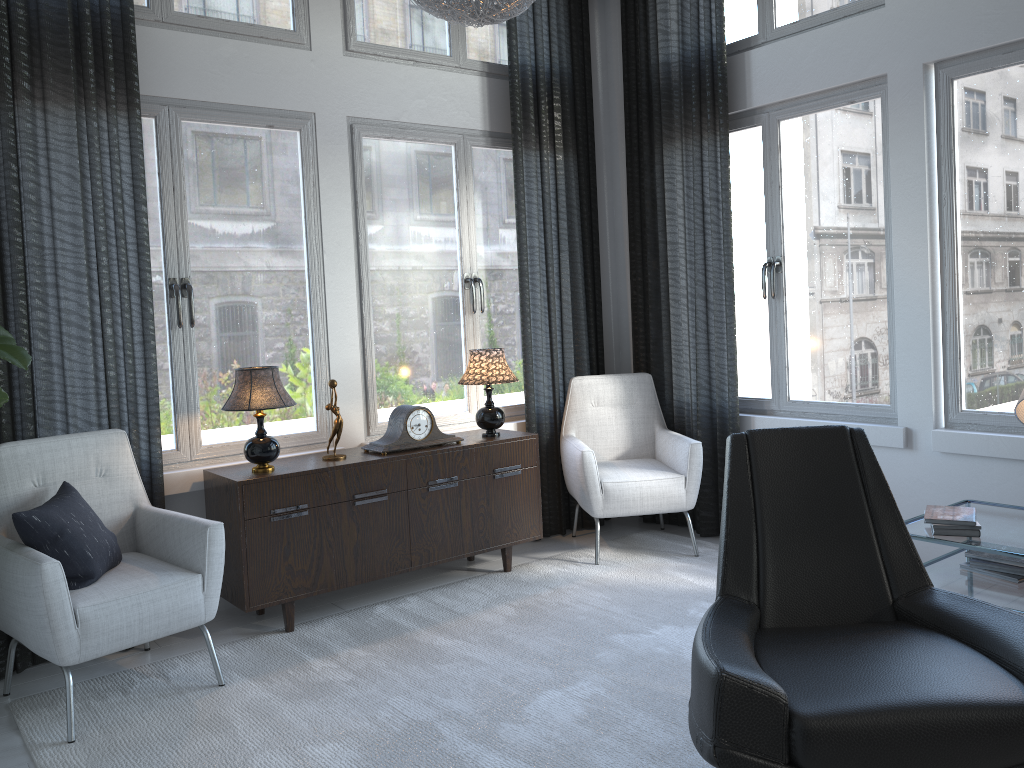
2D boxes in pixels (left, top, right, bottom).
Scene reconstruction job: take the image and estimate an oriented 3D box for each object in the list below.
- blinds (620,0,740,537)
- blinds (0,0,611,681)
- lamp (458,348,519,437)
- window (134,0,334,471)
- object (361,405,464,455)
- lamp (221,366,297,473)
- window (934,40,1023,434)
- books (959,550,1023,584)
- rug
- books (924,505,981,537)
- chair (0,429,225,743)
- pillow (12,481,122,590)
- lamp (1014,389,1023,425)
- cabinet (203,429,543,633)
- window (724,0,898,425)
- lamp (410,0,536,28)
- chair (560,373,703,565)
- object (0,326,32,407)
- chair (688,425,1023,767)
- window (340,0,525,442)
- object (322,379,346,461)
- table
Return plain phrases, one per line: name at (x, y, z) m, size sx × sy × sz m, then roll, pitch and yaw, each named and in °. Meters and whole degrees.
blinds at (1.553, -0.841, 3.566) m, size 0.189 × 3.271 × 3.213 m, roll -5°, pitch 4°, yaw -37°
blinds at (-0.706, -0.755, 3.859) m, size 3.218 × 3.272 × 0.189 m, roll -6°, pitch 4°, yaw -37°
lamp at (-0.105, 0.039, 4.040) m, size 0.280 × 0.397 × 0.281 m, roll -3°, pitch 3°, yaw -11°
window at (-1.353, -0.818, 3.529) m, size 1.270 × 2.319 × 0.133 m, roll -5°, pitch 3°, yaw -37°
object at (-0.429, 0.182, 3.809) m, size 0.407 × 0.180 × 0.181 m, roll -6°, pitch 5°, yaw -37°
lamp at (-0.962, 0.135, 3.385) m, size 0.280 × 0.397 × 0.281 m, roll -3°, pitch 3°, yaw -11°
window at (2.097, -0.949, 3.077) m, size 0.133 × 2.319 × 1.268 m, roll -5°, pitch 3°, yaw -37°
books at (1.612, 0.588, 2.898) m, size 0.178 × 0.053 × 0.230 m, roll -6°, pitch 5°, yaw -33°
rug at (1.911, 1.020, 0.648) m, size 2.960 × 0.032 × 7.773 m, roll -6°, pitch 6°, yaw -37°
books at (1.411, 0.439, 2.845) m, size 0.160 × 0.050 × 0.215 m, roll -1°, pitch 5°, yaw 25°
chair at (-1.341, 0.591, 2.898) m, size 0.613 × 0.822 × 0.595 m, roll 0°, pitch 4°, yaw 43°
pillow at (-1.413, 0.482, 2.838) m, size 0.253 × 0.295 × 0.357 m, roll -3°, pitch 4°, yaw -11°
lamp at (2.118, 0.344, 2.551) m, size 1.167 × 1.013 × 0.476 m, roll -1°, pitch 3°, yaw 27°
cabinet at (-0.531, 0.588, 3.775) m, size 1.401 × 0.611 × 0.386 m, roll -6°, pitch 4°, yaw -37°
window at (1.235, -1.000, 4.203) m, size 0.133 × 2.319 × 1.268 m, roll -5°, pitch 3°, yaw -37°
lamp at (-0.129, -1.700, 2.568) m, size 0.513 × 1.304 × 0.515 m, roll -5°, pitch 4°, yaw -43°
chair at (0.564, 0.380, 4.337) m, size 0.594 × 0.822 × 0.614 m, roll -3°, pitch 3°, yaw -7°
object at (-1.720, 0.261, 2.499) m, size 0.936 × 1.587 × 0.640 m, roll -2°, pitch 3°, yaw 8°
chair at (0.797, 0.548, 2.120) m, size 0.840 × 0.809 × 0.806 m, roll -3°, pitch 4°, yaw 1°
window at (-0.229, -0.943, 4.389) m, size 1.270 × 2.319 × 0.133 m, roll -5°, pitch 3°, yaw -37°
object at (-0.730, 0.143, 3.598) m, size 0.097 × 0.324 × 0.096 m, roll -5°, pitch 3°, yaw -38°
table at (1.606, 0.657, 2.813) m, size 0.594 × 0.410 × 0.593 m, roll -6°, pitch 5°, yaw -37°
